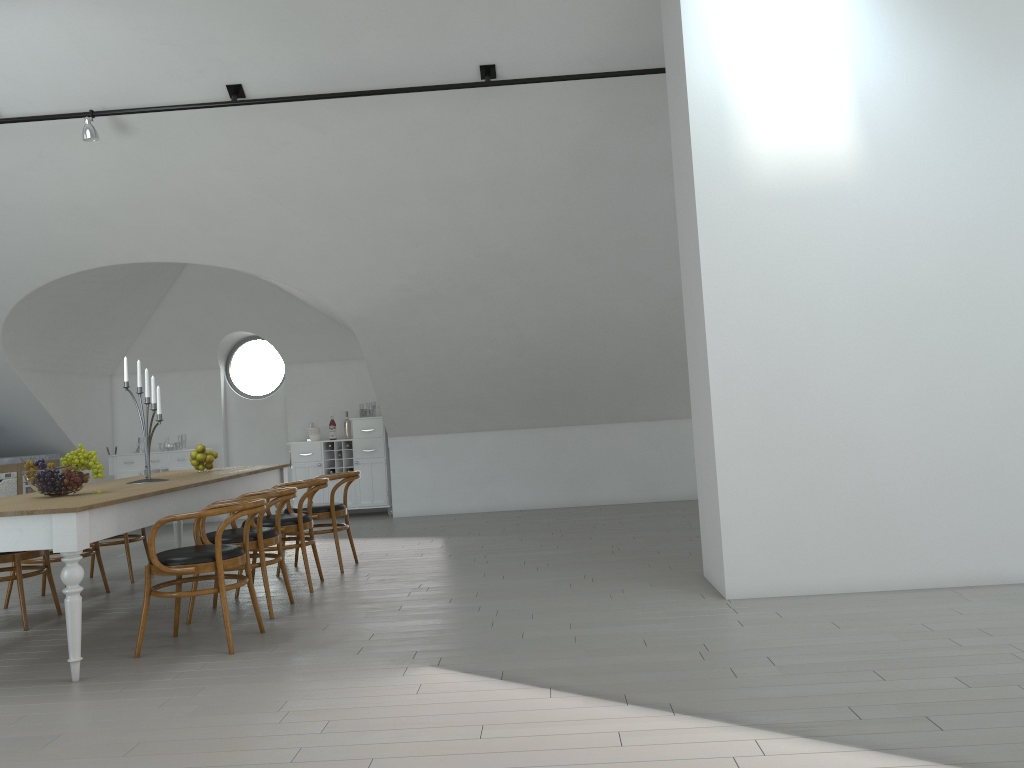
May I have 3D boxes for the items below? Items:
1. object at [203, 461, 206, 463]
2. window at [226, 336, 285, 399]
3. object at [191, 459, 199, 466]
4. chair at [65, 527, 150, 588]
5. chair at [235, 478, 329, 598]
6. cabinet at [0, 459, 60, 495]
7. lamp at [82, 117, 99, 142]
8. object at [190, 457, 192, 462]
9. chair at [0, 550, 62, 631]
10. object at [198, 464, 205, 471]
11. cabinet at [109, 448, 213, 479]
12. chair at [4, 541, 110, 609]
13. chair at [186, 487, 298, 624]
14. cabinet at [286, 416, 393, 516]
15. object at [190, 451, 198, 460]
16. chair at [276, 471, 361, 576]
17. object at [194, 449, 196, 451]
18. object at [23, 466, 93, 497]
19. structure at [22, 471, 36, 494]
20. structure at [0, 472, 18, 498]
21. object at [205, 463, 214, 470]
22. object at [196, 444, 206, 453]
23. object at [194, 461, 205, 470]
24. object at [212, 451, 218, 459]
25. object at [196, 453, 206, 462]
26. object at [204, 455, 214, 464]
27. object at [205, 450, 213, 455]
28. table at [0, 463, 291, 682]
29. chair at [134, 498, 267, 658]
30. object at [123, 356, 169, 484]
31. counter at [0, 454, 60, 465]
[{"bbox_3d":[-2.343,0.573,6.828,0.076,0.076,0.076,-2,-3,-31],"label":"object"},{"bbox_3d":[-3.205,-0.205,11.180,0.900,0.901,0.060,-4,-4,2],"label":"window"},{"bbox_3d":[-2.398,0.596,6.704,0.059,0.056,0.059,-3,-3,-3],"label":"object"},{"bbox_3d":[-3.186,1.165,6.908,0.621,0.736,0.526,-4,-3,-1],"label":"chair"},{"bbox_3d":[-1.549,1.035,6.078,0.621,0.736,0.526,-3,-3,-3],"label":"chair"},{"bbox_3d":[-5.666,1.293,6.801,1.004,1.023,6.419,-4,-2,2],"label":"cabinet"},{"bbox_3d":[-3.103,-1.876,6.528,0.113,0.175,0.114,-1,-4,-35],"label":"lamp"},{"bbox_3d":[-2.433,0.575,6.782,0.062,0.060,0.062,-4,-3,6],"label":"object"},{"bbox_3d":[-3.193,1.119,5.459,0.621,0.736,0.526,-4,-3,-1],"label":"chair"},{"bbox_3d":[-2.352,0.632,6.719,0.050,0.050,0.051,-4,-3,6],"label":"object"},{"bbox_3d":[-4.135,1.194,10.471,1.134,0.791,0.496,-4,-3,2],"label":"cabinet"},{"bbox_3d":[-3.224,1.144,6.187,0.621,0.736,0.526,-4,-3,5],"label":"chair"},{"bbox_3d":[-1.594,1.014,5.352,0.621,0.736,0.526,-4,-3,2],"label":"chair"},{"bbox_3d":[-2.009,0.997,10.588,1.242,1.156,0.609,-4,-3,2],"label":"cabinet"},{"bbox_3d":[-2.410,0.542,6.730,0.066,0.071,0.072,-2,-3,-29],"label":"object"},{"bbox_3d":[-1.452,1.052,6.796,0.621,0.736,0.526,-4,-3,5],"label":"chair"},{"bbox_3d":[-2.423,0.530,6.817,0.062,0.060,0.062,-4,-3,3],"label":"object"},{"bbox_3d":[-2.512,0.544,4.925,0.360,0.160,0.359,-3,-2,-18],"label":"object"},{"bbox_3d":[-5.397,1.256,9.606,0.631,0.637,0.631,-4,-3,2],"label":"structure"},{"bbox_3d":[-5.425,1.329,8.847,0.598,0.824,0.723,-4,-3,2],"label":"structure"},{"bbox_3d":[-2.315,0.625,6.780,0.063,0.063,0.064,-4,-3,13],"label":"object"},{"bbox_3d":[-2.371,0.493,6.759,0.072,0.074,0.072,-4,-3,2],"label":"object"},{"bbox_3d":[-2.390,0.622,6.776,0.080,0.074,0.078,-1,-4,-43],"label":"object"},{"bbox_3d":[-2.290,0.546,6.812,0.063,0.063,0.062,-2,-3,-35],"label":"object"},{"bbox_3d":[-2.347,0.554,6.692,0.071,0.064,0.072,-3,-3,-5],"label":"object"},{"bbox_3d":[-2.298,0.572,6.730,0.071,0.072,0.070,-2,-3,-33],"label":"object"},{"bbox_3d":[-2.315,0.530,6.762,0.058,0.057,0.053,-4,-3,17],"label":"object"},{"bbox_3d":[-2.390,1.040,5.699,1.018,0.800,3.344,-4,-2,2],"label":"table"},{"bbox_3d":[-1.582,0.990,4.626,0.621,0.736,0.526,-4,-3,5],"label":"chair"},{"bbox_3d":[-2.446,0.213,5.919,0.266,0.876,0.773,-2,-3,-24],"label":"object"},{"bbox_3d":[-5.737,0.478,6.926,0.961,0.621,6.566,-4,-2,2],"label":"counter"}]
